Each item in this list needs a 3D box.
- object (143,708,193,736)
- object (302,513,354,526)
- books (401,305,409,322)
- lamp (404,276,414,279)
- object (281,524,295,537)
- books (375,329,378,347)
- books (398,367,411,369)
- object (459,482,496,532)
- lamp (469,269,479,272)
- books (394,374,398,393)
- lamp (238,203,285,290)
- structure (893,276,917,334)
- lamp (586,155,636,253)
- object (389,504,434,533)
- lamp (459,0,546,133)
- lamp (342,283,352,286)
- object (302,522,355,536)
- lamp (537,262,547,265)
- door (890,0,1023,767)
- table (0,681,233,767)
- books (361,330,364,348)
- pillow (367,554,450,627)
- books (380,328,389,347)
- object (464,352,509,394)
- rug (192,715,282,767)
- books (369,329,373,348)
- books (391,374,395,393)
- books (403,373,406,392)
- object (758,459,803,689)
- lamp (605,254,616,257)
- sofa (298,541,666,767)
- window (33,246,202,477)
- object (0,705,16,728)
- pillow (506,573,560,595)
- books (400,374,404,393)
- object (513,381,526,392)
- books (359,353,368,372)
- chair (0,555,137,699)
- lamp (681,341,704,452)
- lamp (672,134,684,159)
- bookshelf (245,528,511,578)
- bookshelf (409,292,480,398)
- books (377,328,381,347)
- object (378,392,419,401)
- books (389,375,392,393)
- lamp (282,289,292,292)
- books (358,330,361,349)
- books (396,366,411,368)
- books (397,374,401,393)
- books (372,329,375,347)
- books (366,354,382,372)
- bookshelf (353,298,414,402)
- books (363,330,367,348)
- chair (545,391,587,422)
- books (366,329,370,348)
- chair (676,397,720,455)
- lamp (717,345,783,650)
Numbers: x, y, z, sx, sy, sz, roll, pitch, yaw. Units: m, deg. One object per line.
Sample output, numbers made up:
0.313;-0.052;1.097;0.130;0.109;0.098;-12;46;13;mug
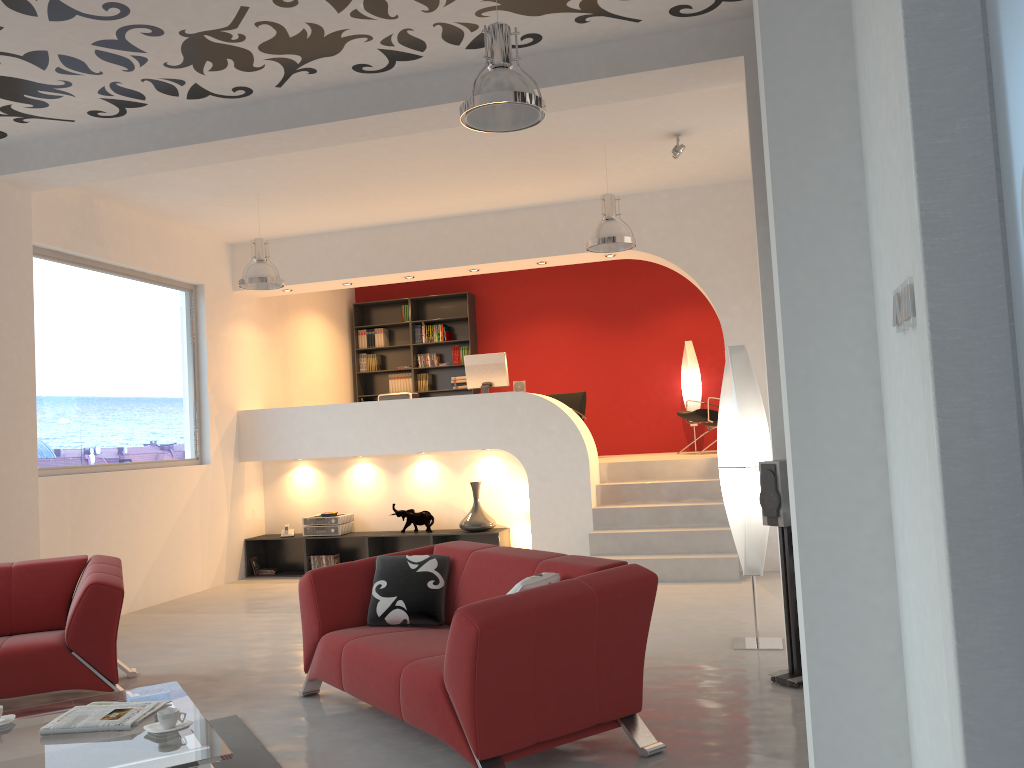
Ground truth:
-1.280;1.253;3.304;0.153;0.069;0.153;-6;-5;42;object
-1.912;1.409;9.227;0.430;0.077;0.349;-4;-3;15;object
-1.384;-0.931;11.928;0.146;0.240;0.170;-4;-3;15;books
-1.053;-1.093;9.107;0.105;0.011;0.105;-3;-3;4;lamp
-2.340;1.525;9.250;0.130;0.117;0.146;-3;-3;-9;object
-1.799;-0.611;12.017;0.040;0.260;0.200;-4;-3;15;books
-1.420;-0.212;11.916;0.190;0.015;0.135;-4;-3;15;books
-0.349;1.214;8.800;0.369;0.481;0.369;-2;-4;-20;object
-0.380;-1.142;8.924;0.105;0.011;0.105;-3;-3;4;lamp
-1.521;0.002;11.913;0.040;0.260;0.200;-4;-3;15;books
-2.160;-1.231;7.595;0.379;0.800;0.379;-2;-3;-14;lamp
0.688;-0.136;1.561;0.016;0.080;0.170;-4;-3;15;structure
0.736;-1.440;6.805;0.379;0.800;0.379;-2;-3;-14;lamp
-1.006;1.355;9.000;0.507;0.296;0.191;-5;-4;31;object
-0.061;-1.566;3.916;0.379;0.800;0.379;-4;-3;8;lamp
-1.727;-1.045;9.291;0.105;0.011;0.105;-3;-3;4;lamp
-1.909;1.507;9.214;0.430;0.100;0.365;-4;-3;15;object
0.294;-1.190;8.740;0.105;0.011;0.105;-3;-3;4;lamp
0.543;0.039;0.571;0.240;2.550;1.600;-4;-3;15;door
-1.699;1.450;3.228;1.097;0.286;1.162;-1;-4;-30;table
-1.995;-0.597;12.070;0.040;0.260;0.200;-4;-3;15;books
-0.531;1.068;4.598;0.402;0.343;0.288;-4;-3;8;pillow
-1.721;-0.616;11.996;0.040;0.260;0.200;-4;-3;15;books
-0.259;-0.087;9.265;0.458;0.452;0.230;-4;-3;15;object
-1.680;1.595;3.225;1.700;0.025;1.700;-1;-4;-30;rug
-1.878;-0.605;12.038;0.040;0.260;0.200;-4;-3;15;books
-1.559;0.005;11.924;0.040;0.260;0.200;-4;-3;15;books
-1.404;-0.006;11.881;0.040;0.260;0.200;-4;-3;15;books
1.410;0.944;4.493;0.229;1.112;0.214;-1;-4;-30;object
0.949;-1.237;8.561;0.105;0.011;0.105;-3;-3;4;lamp
-0.253;1.206;4.189;0.951;0.738;1.929;-1;-4;-35;sofa
-3.495;-0.141;7.715;0.100;1.800;2.400;-4;-3;15;window
-2.036;1.305;3.472;0.153;0.069;0.153;-2;-4;-18;object
0.029;0.989;3.777;0.288;0.343;0.402;-5;-4;23;pillow
-1.443;-0.004;11.892;0.040;0.260;0.200;-4;-3;15;books
0.080;0.044;9.218;0.133;0.147;0.151;-3;-3;-1;object
-1.991;-0.278;12.068;0.090;0.256;0.181;-4;-3;15;books
-2.732;1.381;4.811;1.288;0.738;0.951;-2;-4;-25;chair
2.195;0.150;10.803;0.237;1.349;0.237;-5;-4;23;lamp
1.251;-1.785;6.666;0.118;0.176;0.112;-1;-4;-32;lamp
-1.393;1.728;9.065;2.764;0.397;0.405;-4;-3;15;bookshelf
-0.867;-0.060;11.702;0.816;2.213;0.305;-4;-3;15;bookshelf
-1.760;-0.614;12.006;0.040;0.260;0.200;-4;-3;15;books
-1.183;0.210;9.591;0.397;0.217;0.458;-4;-3;15;object
-1.598;0.008;11.935;0.040;0.260;0.200;-4;-3;15;books
-2.401;-0.996;9.475;0.105;0.011;0.105;-4;-4;19;lamp
-2.034;-0.594;12.081;0.040;0.260;0.200;-4;-3;15;books
-1.439;-0.226;11.921;0.190;0.015;0.135;-4;-3;15;books
-1.482;-0.001;11.903;0.040;0.260;0.200;-4;-3;15;books
-1.839;-0.608;12.028;0.040;0.260;0.200;-4;-3;15;books
-1.875;-0.278;12.035;0.146;0.240;0.170;-4;-3;15;books
-1.652;-0.003;11.916;0.816;2.213;0.305;-4;-3;15;bookshelf
-1.956;-0.599;12.060;0.040;0.260;0.200;-4;-3;15;books
0.456;0.499;10.395;0.664;0.795;0.768;-6;-4;35;chair
-1.917;-0.602;12.049;0.040;0.260;0.200;-4;-3;15;books
2.291;0.371;9.955;0.768;0.795;0.664;-3;-3;-10;chair
1.411;0.658;5.318;0.313;1.779;0.313;-5;-4;23;lamp
